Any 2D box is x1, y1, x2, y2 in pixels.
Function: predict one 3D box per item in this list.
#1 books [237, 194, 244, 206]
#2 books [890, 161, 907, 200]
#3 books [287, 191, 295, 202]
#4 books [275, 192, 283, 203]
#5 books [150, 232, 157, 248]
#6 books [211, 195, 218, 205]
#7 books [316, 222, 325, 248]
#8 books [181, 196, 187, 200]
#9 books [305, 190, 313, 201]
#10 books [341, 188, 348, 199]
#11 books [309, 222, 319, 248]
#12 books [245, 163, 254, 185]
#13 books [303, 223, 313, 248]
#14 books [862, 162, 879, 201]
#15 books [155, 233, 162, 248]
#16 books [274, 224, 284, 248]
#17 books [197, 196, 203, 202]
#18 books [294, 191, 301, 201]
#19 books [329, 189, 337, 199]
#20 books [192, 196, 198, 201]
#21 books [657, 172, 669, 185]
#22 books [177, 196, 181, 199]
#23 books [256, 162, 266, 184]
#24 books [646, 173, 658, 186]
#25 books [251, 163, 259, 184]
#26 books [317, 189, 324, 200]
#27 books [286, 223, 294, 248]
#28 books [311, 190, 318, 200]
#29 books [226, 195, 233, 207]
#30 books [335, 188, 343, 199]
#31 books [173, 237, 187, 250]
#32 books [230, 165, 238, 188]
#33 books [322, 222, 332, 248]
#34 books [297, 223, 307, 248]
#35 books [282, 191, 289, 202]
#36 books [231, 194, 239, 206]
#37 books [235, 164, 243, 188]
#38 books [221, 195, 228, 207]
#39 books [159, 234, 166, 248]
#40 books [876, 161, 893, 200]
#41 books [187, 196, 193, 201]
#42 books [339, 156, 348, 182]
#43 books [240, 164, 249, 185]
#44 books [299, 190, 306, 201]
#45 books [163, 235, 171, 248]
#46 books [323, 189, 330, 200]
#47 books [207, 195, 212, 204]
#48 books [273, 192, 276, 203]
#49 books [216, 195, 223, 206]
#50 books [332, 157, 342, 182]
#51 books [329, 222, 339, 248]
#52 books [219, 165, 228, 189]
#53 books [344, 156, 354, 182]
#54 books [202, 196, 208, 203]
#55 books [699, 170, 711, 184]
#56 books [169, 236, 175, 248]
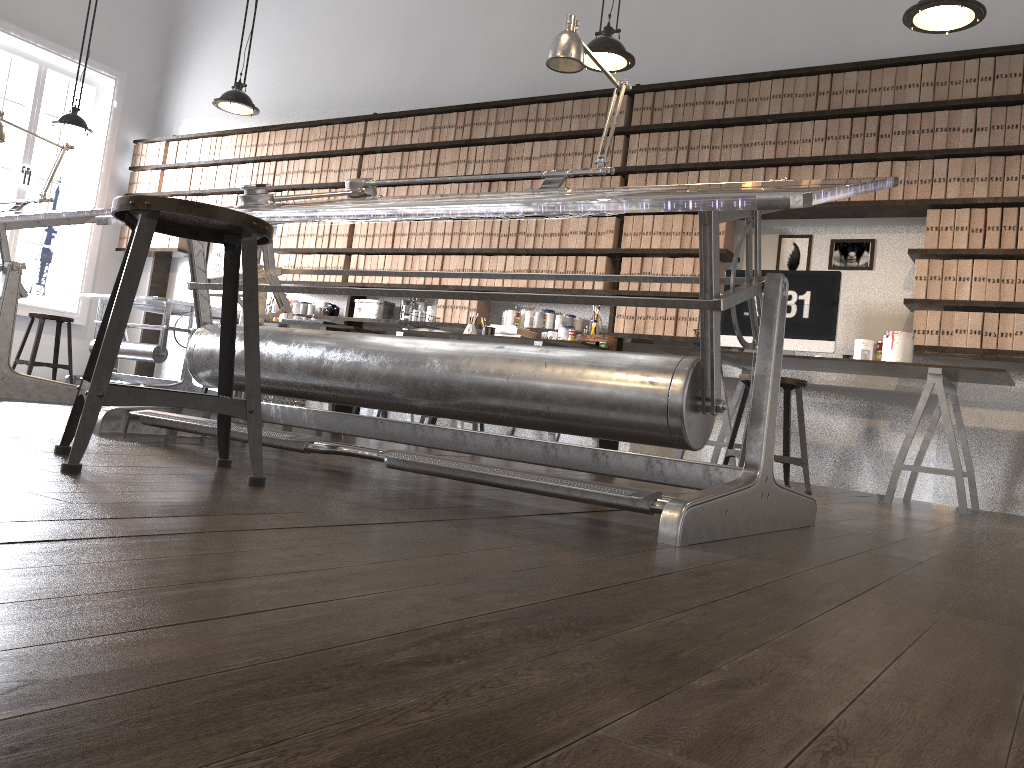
[{"bbox_3d":[-2.359,-1.559,7.889,0.067,0.226,0.173,4,-5,33],"label":"books"},{"bbox_3d":[2.171,-1.112,4.952,0.067,0.226,0.173,4,-5,33],"label":"books"},{"bbox_3d":[-1.829,-1.513,7.543,0.067,0.226,0.173,4,-5,33],"label":"books"},{"bbox_3d":[-1.957,-1.519,7.623,0.067,0.227,0.173,4,-5,33],"label":"books"},{"bbox_3d":[-3.355,-1.387,8.484,0.067,0.227,0.173,4,-5,33],"label":"books"},{"bbox_3d":[-2.656,-1.589,8.074,0.067,0.226,0.173,4,-5,33],"label":"books"},{"bbox_3d":[-1.520,-1.203,7.301,0.067,0.226,0.173,4,-5,33],"label":"books"},{"bbox_3d":[-3.035,-1.633,8.320,0.067,0.227,0.173,4,-5,33],"label":"books"},{"bbox_3d":[-1.654,-1.495,7.428,0.067,0.227,0.173,4,-5,33],"label":"books"},{"bbox_3d":[-1.309,-1.461,7.205,0.067,0.226,0.173,4,-5,33],"label":"books"},{"bbox_3d":[-1.582,-1.209,7.336,0.067,0.226,0.173,4,-5,33],"label":"books"},{"bbox_3d":[-2.267,-1.826,7.867,0.067,0.226,0.173,4,-5,33],"label":"books"},{"bbox_3d":[-1.639,-1.215,7.378,0.067,0.226,0.173,4,-5,33],"label":"books"},{"bbox_3d":[2.048,-1.124,5.028,0.067,0.227,0.173,4,-5,33],"label":"books"},{"bbox_3d":[-3.293,-1.380,8.446,0.067,0.226,0.173,4,-5,33],"label":"books"},{"bbox_3d":[-1.927,-1.244,7.559,0.067,0.227,0.173,4,-5,33],"label":"books"},{"bbox_3d":[-2.831,-1.606,8.193,0.067,0.226,0.173,4,-5,33],"label":"books"},{"bbox_3d":[-1.769,-1.507,7.509,0.067,0.226,0.173,4,-5,33],"label":"books"},{"bbox_3d":[-1.426,-1.472,7.285,0.067,0.226,0.173,4,-5,33],"label":"books"},{"bbox_3d":[-2.892,-1.612,8.228,0.067,0.227,0.173,4,-5,33],"label":"books"},{"bbox_3d":[0.996,-1.229,5.713,0.067,0.226,0.173,4,-5,33],"label":"books"},{"bbox_3d":[-3.086,-1.638,8.358,0.067,0.226,0.173,4,-5,33],"label":"books"},{"bbox_3d":[-2.151,-1.814,7.797,0.067,0.226,0.173,4,-5,33],"label":"books"},{"bbox_3d":[0.934,-1.236,5.750,0.067,0.226,0.173,4,-5,33],"label":"books"},{"bbox_3d":[-2.207,-1.820,7.828,0.067,0.227,0.173,4,-5,33],"label":"books"},{"bbox_3d":[-1.539,-1.484,7.357,0.067,0.226,0.173,4,-5,33],"label":"books"},{"bbox_3d":[-1.812,-1.232,7.488,0.067,0.226,0.173,4,-5,33],"label":"books"},{"bbox_3d":[-1.593,-1.489,7.390,0.067,0.226,0.173,4,-5,33],"label":"books"},{"bbox_3d":[-2.484,-1.571,7.970,0.067,0.226,0.173,4,-5,33],"label":"books"},{"bbox_3d":[-1.366,-1.466,7.247,0.067,0.226,0.173,4,-5,33],"label":"books"},{"bbox_3d":[-3.067,-1.358,8.301,0.067,0.226,0.173,4,-5,33],"label":"books"},{"bbox_3d":[-2.442,-1.843,7.987,0.067,0.226,0.173,4,-5,33],"label":"books"},{"bbox_3d":[-1.460,-1.197,7.256,0.067,0.227,0.173,4,-5,33],"label":"books"},{"bbox_3d":[-1.699,-1.221,7.416,0.067,0.226,0.173,4,-5,33],"label":"books"},{"bbox_3d":[-1.892,-1.519,7.580,0.067,0.226,0.173,4,-5,33],"label":"books"},{"bbox_3d":[-2.425,-1.565,7.925,0.067,0.227,0.173,4,-5,33],"label":"books"},{"bbox_3d":[-2.383,-1.837,7.951,0.067,0.226,0.173,4,-5,33],"label":"books"},{"bbox_3d":[-2.540,-1.577,8.004,0.067,0.226,0.173,4,-5,33],"label":"books"},{"bbox_3d":[-3.240,-1.375,8.413,0.067,0.226,0.173,4,-5,33],"label":"books"},{"bbox_3d":[2.109,-1.118,4.989,0.067,0.226,0.173,4,-5,33],"label":"books"},{"bbox_3d":[-2.959,-1.619,8.274,0.067,0.226,0.173,4,-5,33],"label":"books"},{"bbox_3d":[-1.326,-1.732,7.264,0.067,0.226,0.173,4,-5,33],"label":"books"},{"bbox_3d":[-2.326,-1.832,7.910,0.067,0.226,0.173,4,-5,33],"label":"books"},{"bbox_3d":[-1.711,-1.501,7.469,0.067,0.226,0.173,4,-5,33],"label":"books"},{"bbox_3d":[-3.186,-1.370,8.373,0.067,0.227,0.173,4,-5,33],"label":"books"},{"bbox_3d":[-1.486,-1.479,7.317,0.067,0.227,0.173,4,-5,33],"label":"books"},{"bbox_3d":[-2.715,-1.594,8.116,0.067,0.226,0.173,4,-5,33],"label":"books"},{"bbox_3d":[-2.017,-1.524,7.664,0.067,0.226,0.173,4,-5,33],"label":"books"},{"bbox_3d":[-2.595,-1.582,8.034,0.067,0.227,0.173,4,-5,33],"label":"books"},{"bbox_3d":[-1.385,-1.738,7.296,0.067,0.227,0.173,4,-5,33],"label":"books"},{"bbox_3d":[-1.395,-1.190,7.220,0.067,0.226,0.173,4,-5,33],"label":"books"},{"bbox_3d":[-2.563,-1.855,8.063,0.067,0.226,0.173,4,-5,33],"label":"books"},{"bbox_3d":[-1.275,-1.727,7.228,0.067,0.226,0.173,4,-5,33],"label":"books"},{"bbox_3d":[-2.771,-1.600,8.157,0.067,0.226,0.173,4,-5,33],"label":"books"},{"bbox_3d":[1.233,-1.206,5.560,0.067,0.226,0.173,4,-5,33],"label":"books"},{"bbox_3d":[-3.124,-1.363,8.341,0.067,0.226,0.173,4,-5,33],"label":"books"}]
